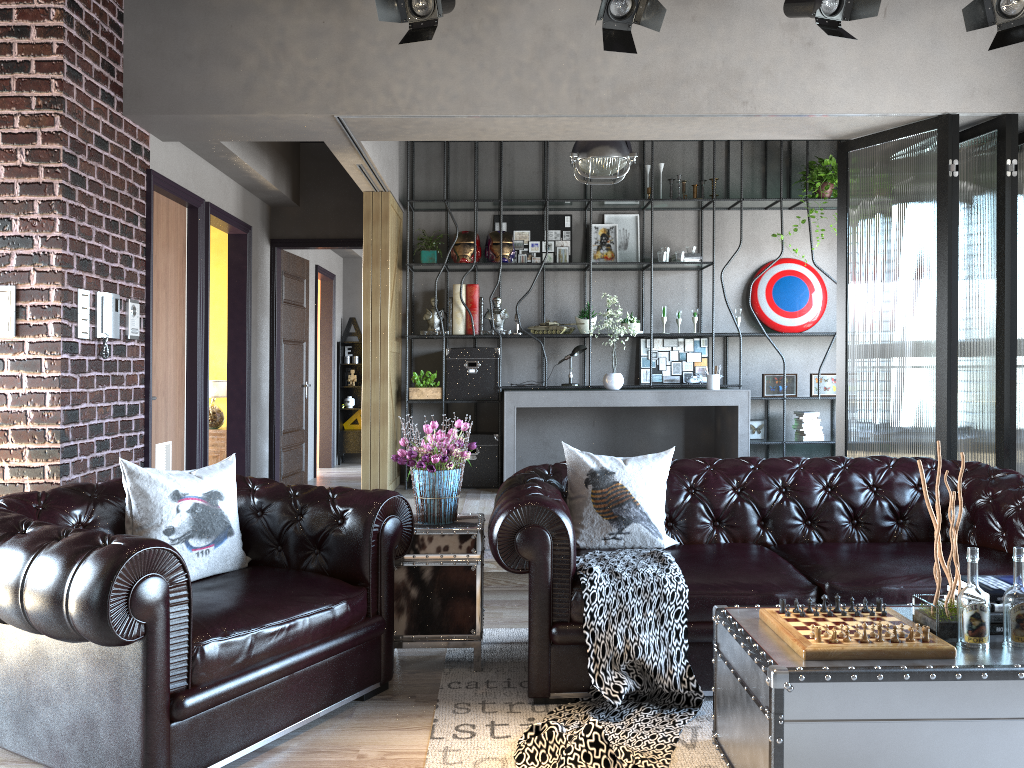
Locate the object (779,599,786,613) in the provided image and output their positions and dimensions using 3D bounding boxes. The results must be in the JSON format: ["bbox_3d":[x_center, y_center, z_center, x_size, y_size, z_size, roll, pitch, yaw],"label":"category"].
[{"bbox_3d":[0.871,0.724,2.823,0.019,0.040,0.019,0,0,-27],"label":"object"}]

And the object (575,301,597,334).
[{"bbox_3d":[0.682,-0.580,8.174,0.193,0.305,0.136,0,0,33],"label":"object"}]

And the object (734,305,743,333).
[{"bbox_3d":[2.109,-0.555,8.297,0.113,0.270,0.113,0,0,-12],"label":"object"}]

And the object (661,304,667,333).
[{"bbox_3d":[1.386,-0.560,8.122,0.113,0.275,0.113,0,0,3],"label":"object"}]

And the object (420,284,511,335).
[{"bbox_3d":[-0.431,-0.666,8.215,0.833,0.466,0.289,0,0,-1],"label":"object"}]

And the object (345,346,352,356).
[{"bbox_3d":[-2.277,-0.456,12.329,0.107,0.151,0.055,0,0,-1],"label":"object"}]

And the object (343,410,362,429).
[{"bbox_3d":[-2.138,0.470,12.329,0.393,0.321,0.057,0,0,-1],"label":"object"}]

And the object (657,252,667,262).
[{"bbox_3d":[1.357,-1.115,8.092,0.092,0.099,0.092,0,0,37],"label":"object"}]

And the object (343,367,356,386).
[{"bbox_3d":[-2.230,-0.103,12.197,0.190,0.254,0.129,0,0,-2],"label":"object"}]

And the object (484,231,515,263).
[{"bbox_3d":[-0.123,-1.240,8.191,0.280,0.327,0.399,0,0,-11],"label":"object"}]

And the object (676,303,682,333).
[{"bbox_3d":[1.577,-0.576,8.424,0.113,0.302,0.113,0,0,18],"label":"object"}]

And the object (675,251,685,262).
[{"bbox_3d":[1.519,-1.114,8.094,0.092,0.099,0.092,0,0,-43],"label":"object"}]

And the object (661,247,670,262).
[{"bbox_3d":[1.404,-1.144,8.197,0.087,0.155,0.087,0,0,12],"label":"object"}]

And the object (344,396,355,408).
[{"bbox_3d":[-2.228,0.250,12.180,0.139,0.162,0.139,0,0,-36],"label":"object"}]

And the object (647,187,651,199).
[{"bbox_3d":[1.239,-1.706,8.156,0.135,0.129,0.135,0,0,-28],"label":"object"}]

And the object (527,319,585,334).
[{"bbox_3d":[0.415,-0.515,8.230,0.577,0.170,0.206,1,1,34],"label":"object"}]

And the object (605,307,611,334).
[{"bbox_3d":[0.901,-0.566,8.366,0.113,0.273,0.113,0,0,-35],"label":"object"}]

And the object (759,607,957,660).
[{"bbox_3d":[1.028,0.766,2.670,0.429,0.036,0.429,0,1,-1],"label":"object"}]

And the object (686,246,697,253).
[{"bbox_3d":[1.666,-1.210,8.318,0.103,0.068,0.103,0,1,-8],"label":"object"}]

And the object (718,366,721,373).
[{"bbox_3d":[1.826,-0.027,7.869,0.062,0.169,0.009,0,0,-1],"label":"object"}]

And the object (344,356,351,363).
[{"bbox_3d":[-2.289,-0.333,12.286,0.095,0.101,0.095,0,0,22],"label":"object"}]

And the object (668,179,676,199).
[{"bbox_3d":[1.457,-1.757,8.234,0.084,0.233,0.084,0,0,26],"label":"object"}]

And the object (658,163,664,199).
[{"bbox_3d":[1.377,-1.838,8.340,0.128,0.390,0.128,0,0,-41],"label":"object"}]

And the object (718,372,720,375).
[{"bbox_3d":[1.809,0.007,7.854,0.068,0.159,0.009,0,0,12],"label":"object"}]

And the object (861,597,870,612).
[{"bbox_3d":[1.137,0.724,2.825,0.026,0.044,0.026,0,0,44],"label":"object"}]

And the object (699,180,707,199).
[{"bbox_3d":[1.760,-1.756,8.287,0.084,0.233,0.084,0,0,-20],"label":"object"}]

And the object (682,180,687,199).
[{"bbox_3d":[1.593,-1.754,8.333,0.080,0.226,0.080,0,0,-28],"label":"object"}]

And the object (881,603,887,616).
[{"bbox_3d":[1.177,0.728,2.782,0.017,0.037,0.017,0,0,19],"label":"object"}]

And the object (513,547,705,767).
[{"bbox_3d":[0.376,0.980,3.108,0.562,0.569,1.699,0,1,19],"label":"object"}]

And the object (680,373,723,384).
[{"bbox_3d":[1.752,-0.008,8.267,0.379,0.111,0.351,1,1,32],"label":"object"}]

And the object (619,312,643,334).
[{"bbox_3d":[1.088,-0.532,8.199,0.235,0.213,0.235,0,1,44],"label":"object"}]

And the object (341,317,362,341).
[{"bbox_3d":[-2.223,-0.755,12.327,0.343,0.344,0.057,0,0,-1],"label":"object"}]

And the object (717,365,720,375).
[{"bbox_3d":[1.827,-0.035,7.882,0.052,0.185,0.009,0,0,1],"label":"object"}]

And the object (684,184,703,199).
[{"bbox_3d":[1.666,-1.715,8.174,0.189,0.152,0.189,0,1,22],"label":"object"}]

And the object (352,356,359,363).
[{"bbox_3d":[-2.174,-0.332,12.287,0.095,0.101,0.095,0,0,22],"label":"object"}]

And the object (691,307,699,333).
[{"bbox_3d":[1.676,-0.544,8.163,0.113,0.246,0.113,0,0,18],"label":"object"}]

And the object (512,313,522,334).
[{"bbox_3d":[0.043,-0.531,8.112,0.093,0.200,0.093,0,0,-6],"label":"object"}]

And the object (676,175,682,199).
[{"bbox_3d":[1.517,-1.761,8.162,0.100,0.243,0.100,0,0,8],"label":"object"}]

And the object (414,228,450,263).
[{"bbox_3d":[-0.785,-1.246,8.197,0.324,0.339,0.295,0,0,-45],"label":"object"}]

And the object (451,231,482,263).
[{"bbox_3d":[-0.442,-1.242,8.187,0.280,0.327,0.399,0,0,4],"label":"object"}]

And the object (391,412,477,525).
[{"bbox_3d":[-0.328,0.373,3.924,0.349,0.484,0.352,0,0,30],"label":"object"}]

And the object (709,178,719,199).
[{"bbox_3d":[1.844,-1.754,8.190,0.130,0.232,0.130,0,0,-23],"label":"object"}]

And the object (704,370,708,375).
[{"bbox_3d":[1.764,-0.008,7.878,0.137,0.190,0.009,0,0,2],"label":"object"}]

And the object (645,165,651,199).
[{"bbox_3d":[1.264,-1.840,8.410,0.128,0.390,0.128,0,0,-32],"label":"object"}]

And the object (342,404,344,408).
[{"bbox_3d":[-2.303,0.299,12.098,0.042,0.054,0.031,0,0,44],"label":"object"}]
